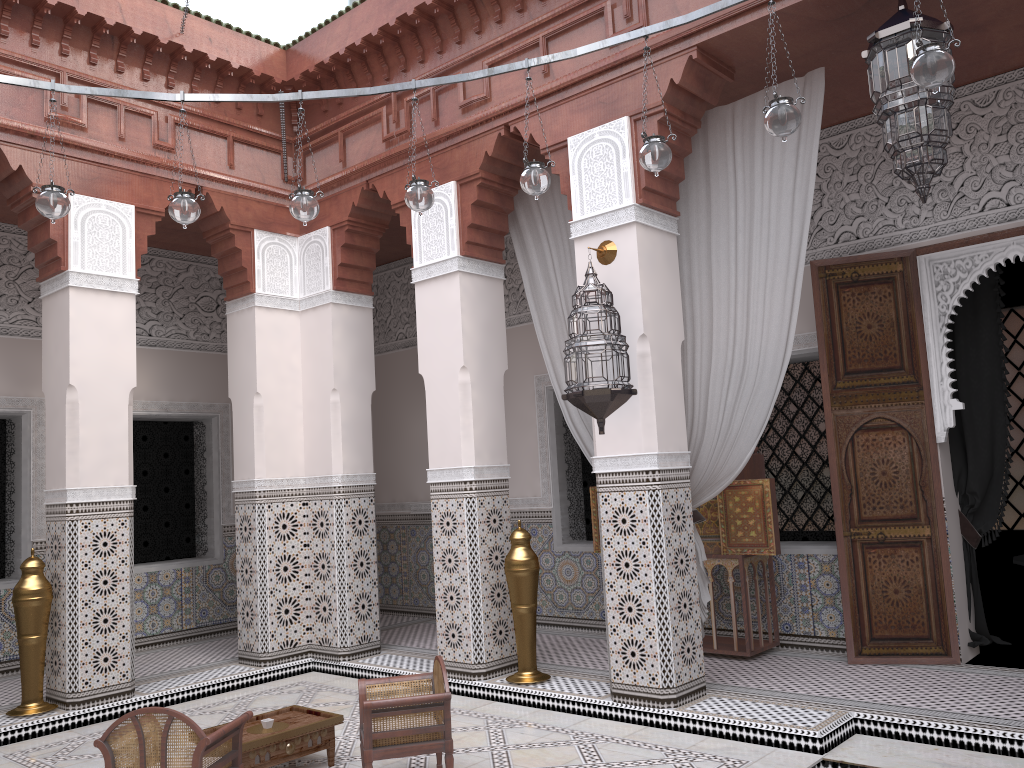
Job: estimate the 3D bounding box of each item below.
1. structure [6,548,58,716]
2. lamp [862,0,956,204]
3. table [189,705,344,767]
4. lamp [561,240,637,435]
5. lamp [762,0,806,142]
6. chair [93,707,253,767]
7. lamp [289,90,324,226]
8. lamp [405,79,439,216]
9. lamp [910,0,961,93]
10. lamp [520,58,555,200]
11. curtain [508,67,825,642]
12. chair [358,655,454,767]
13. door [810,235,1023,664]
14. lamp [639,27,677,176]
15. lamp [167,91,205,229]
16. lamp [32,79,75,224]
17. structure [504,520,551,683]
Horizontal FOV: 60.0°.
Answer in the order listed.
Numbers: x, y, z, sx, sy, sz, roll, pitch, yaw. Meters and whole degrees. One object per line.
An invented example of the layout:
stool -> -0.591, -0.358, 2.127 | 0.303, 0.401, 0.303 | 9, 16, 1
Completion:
structure -> -1.626, 0.829, 3.008 | 0.156, 0.539, 0.156 | -3, -6, 2
lamp -> 1.036, -0.745, 2.294 | 0.221, 0.571, 0.220 | -9, -8, 41
table -> -0.649, 0.966, 2.358 | 0.229, 0.142, 0.330 | -9, -8, 41
lamp -> 0.251, -0.156, 2.682 | 0.216, 0.618, 0.217 | -9, -8, 41
lamp -> 0.588, -0.712, 1.961 | 0.091, 0.371, 0.090 | -2, -6, -14
chair -> -0.725, 0.836, 1.918 | 0.263, 0.313, 0.208 | -4, -6, 7
lamp -> -0.558, -0.602, 2.375 | 0.091, 0.371, 0.090 | 3, -9, -44
lamp -> -0.248, -0.622, 2.349 | 0.091, 0.371, 0.090 | 1, -7, -34
lamp -> 0.818, -0.748, 1.747 | 0.091, 0.371, 0.090 | -4, -6, 6
lamp -> 0.056, -0.649, 2.266 | 0.091, 0.371, 0.090 | -2, -6, -14
curtain -> 0.498, 0.008, 2.964 | 1.304, 1.761, 0.048 | -9, -8, 41
chair -> -0.264, 0.838, 2.174 | 0.208, 0.313, 0.263 | -2, -6, -13
door -> 1.694, 0.164, 2.839 | 1.244, 1.461, 0.419 | -9, -8, 41
lamp -> 0.340, -0.679, 2.139 | 0.091, 0.371, 0.090 | -3, -6, -4
lamp -> -0.865, -0.589, 2.340 | 0.090, 0.371, 0.091 | -8, -8, 36
lamp -> -1.157, -0.583, 2.237 | 0.090, 0.371, 0.091 | -6, -7, 21
structure -> 0.041, 0.741, 3.066 | 0.156, 0.539, 0.156 | -5, -6, 13
